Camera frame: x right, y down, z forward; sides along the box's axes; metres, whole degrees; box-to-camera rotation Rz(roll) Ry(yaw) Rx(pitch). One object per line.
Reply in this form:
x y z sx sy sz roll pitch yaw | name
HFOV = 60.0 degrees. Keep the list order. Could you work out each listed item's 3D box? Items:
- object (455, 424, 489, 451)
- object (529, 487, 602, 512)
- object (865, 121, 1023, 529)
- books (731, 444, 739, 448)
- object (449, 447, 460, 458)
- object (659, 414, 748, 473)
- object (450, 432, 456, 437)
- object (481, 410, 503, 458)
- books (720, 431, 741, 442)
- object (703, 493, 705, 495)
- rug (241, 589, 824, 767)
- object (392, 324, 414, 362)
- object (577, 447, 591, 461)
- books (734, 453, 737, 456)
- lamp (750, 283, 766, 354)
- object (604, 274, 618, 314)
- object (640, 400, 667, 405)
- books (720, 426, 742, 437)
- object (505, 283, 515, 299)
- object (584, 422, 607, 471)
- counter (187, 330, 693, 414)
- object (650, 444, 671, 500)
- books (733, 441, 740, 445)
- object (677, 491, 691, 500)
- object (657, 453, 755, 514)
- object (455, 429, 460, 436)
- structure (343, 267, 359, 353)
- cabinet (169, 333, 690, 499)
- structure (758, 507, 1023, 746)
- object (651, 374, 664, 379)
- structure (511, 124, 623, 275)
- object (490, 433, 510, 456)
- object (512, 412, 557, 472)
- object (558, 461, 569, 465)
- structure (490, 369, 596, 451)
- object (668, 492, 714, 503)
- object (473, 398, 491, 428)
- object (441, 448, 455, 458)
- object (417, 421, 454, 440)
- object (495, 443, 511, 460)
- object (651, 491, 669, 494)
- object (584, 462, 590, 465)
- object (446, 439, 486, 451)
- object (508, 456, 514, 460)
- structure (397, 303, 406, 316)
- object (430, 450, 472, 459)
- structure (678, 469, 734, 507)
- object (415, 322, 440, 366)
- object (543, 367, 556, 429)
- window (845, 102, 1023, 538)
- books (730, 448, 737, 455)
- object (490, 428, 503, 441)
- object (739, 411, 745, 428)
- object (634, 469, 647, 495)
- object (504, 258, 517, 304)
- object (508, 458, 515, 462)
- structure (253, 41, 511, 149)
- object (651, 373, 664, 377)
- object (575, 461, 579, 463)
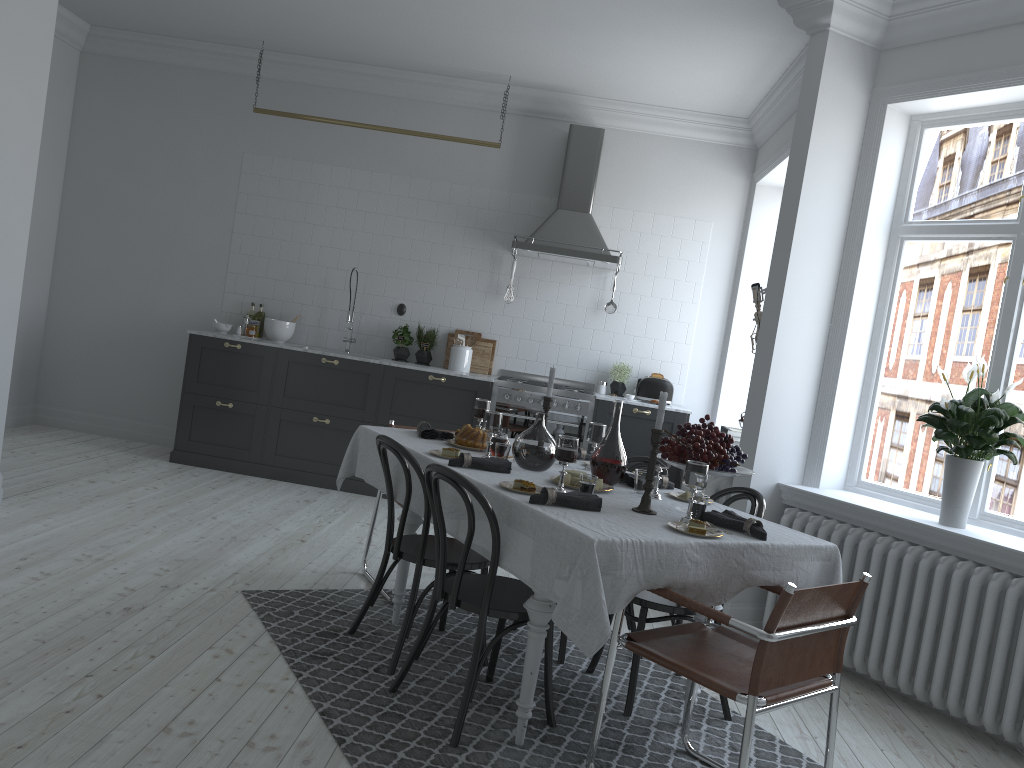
-0.186 0.247 4.117 0.191 0.105 0.164 10 3 22 | object
0.197 0.390 3.002 0.165 0.061 0.247 12 4 42 | object
-9.619 -2.558 3.049 72.085 19.432 33.873 7 4 -32 | object
1.582 0.441 5.824 0.274 0.016 0.341 9 3 4 | books
-0.247 0.288 3.745 0.057 0.037 0.021 10 3 21 | object
0.724 0.224 3.277 0.347 0.215 0.318 7 4 -34 | object
-0.232 0.265 4.437 0.182 0.013 0.182 9 3 3 | object
-0.092 0.224 3.750 0.083 0.215 0.083 9 3 8 | object
1.610 0.380 6.189 0.287 0.031 0.351 9 3 3 | books
0.742 0.453 3.600 0.040 0.039 0.077 7 4 -27 | object
-0.033 1.187 3.651 1.701 0.021 2.166 7 4 -29 | rug
-0.897 -0.340 7.224 0.172 0.311 0.179 10 3 14 | object
0.258 0.328 4.291 0.165 0.061 0.247 12 4 42 | object
1.566 0.475 5.824 0.254 0.019 0.343 9 3 3 | books
1.358 -0.067 4.889 0.131 0.977 0.312 8 3 -22 | lamp
0.812 -0.727 7.127 0.101 0.331 0.030 10 3 13 | object
1.093 0.148 6.842 0.209 0.011 0.209 12 4 41 | object
1.612 0.344 6.199 0.259 0.038 0.325 9 3 5 | books
0.001 -0.858 7.181 0.066 0.332 0.024 9 3 8 | object
0.369 0.284 3.983 0.083 0.215 0.083 9 3 8 | object
-0.557 -0.108 7.022 3.902 0.020 0.624 9 3 3 | counter
0.577 0.345 3.488 0.083 0.215 0.083 9 3 -2 | object
1.594 0.408 6.202 0.259 0.031 0.328 9 3 1 | books
0.705 0.447 3.580 0.039 0.040 0.078 8 3 -22 | object
0.700 0.387 3.297 0.367 0.188 0.367 12 4 44 | object
-0.256 0.246 4.447 0.038 0.041 0.057 11 4 37 | object
-1.295 -0.590 7.123 0.100 0.692 0.266 9 3 3 | structure
-0.637 0.402 7.039 3.897 1.012 0.646 9 3 3 | cabinet
1.858 1.119 4.013 0.245 0.753 1.710 7 4 -34 | structure
1.152 -0.026 7.059 0.107 0.110 0.010 9 3 8 | object
0.502 -1.463 6.920 0.843 1.079 0.567 9 3 3 | structure
-0.055 0.273 3.982 0.091 0.101 0.091 6 4 -42 | object
0.102 0.242 3.708 0.194 0.245 0.194 8 3 -14 | object
0.240 0.321 4.019 0.066 0.094 0.066 9 3 -8 | object
0.191 0.493 6.990 0.779 1.096 0.651 9 3 3 | structure
0.723 0.463 3.585 0.182 0.013 0.182 9 3 3 | object
-0.156 0.183 4.317 0.083 0.215 0.083 9 3 8 | object
-0.266 0.287 3.718 0.057 0.037 0.021 9 3 -7 | object
-0.422 0.222 4.269 0.247 0.061 0.165 12 4 42 | object
-0.043 0.296 3.677 0.066 0.094 0.066 9 3 -8 | object
0.607 0.443 3.622 0.131 0.012 0.031 6 4 -44 | object
0.424 0.386 4.124 0.182 0.013 0.182 9 3 3 | object
-0.183 0.289 4.125 0.251 0.018 0.251 9 3 3 | object
-0.018 0.318 3.874 0.031 0.031 0.167 11 4 38 | object
-0.914 -0.614 7.318 0.079 0.103 0.032 9 3 3 | structure
-0.257 0.301 3.727 0.182 0.013 0.182 10 3 18 | object
1.334 0.910 6.286 0.245 0.753 1.673 9 3 3 | structure
-0.702 -0.337 7.198 0.196 0.367 0.186 6 4 -42 | object
0.150 0.140 3.948 0.089 0.432 0.089 10 3 26 | object
2.566 -0.285 3.939 0.061 2.080 2.079 7 4 -34 | window
1.571 0.456 5.828 0.254 0.019 0.337 9 3 1 | books
-0.084 0.256 4.270 0.066 0.094 0.066 9 3 -8 | object
1.661 0.259 6.204 0.147 0.148 0.147 9 3 -6 | object
0.517 0.392 3.543 0.066 0.094 0.066 10 3 14 | object
-0.003 -0.833 7.150 0.074 0.381 0.076 8 3 -16 | object
-0.009 0.332 3.891 0.075 0.009 0.150 11 4 38 | object
-1.024 -2.251 6.888 1.988 0.556 0.053 9 3 3 | structure
1.164 -0.033 7.135 0.107 0.110 0.010 9 3 8 | object
0.317 0.366 4.185 0.131 0.012 0.031 6 4 -44 | object
